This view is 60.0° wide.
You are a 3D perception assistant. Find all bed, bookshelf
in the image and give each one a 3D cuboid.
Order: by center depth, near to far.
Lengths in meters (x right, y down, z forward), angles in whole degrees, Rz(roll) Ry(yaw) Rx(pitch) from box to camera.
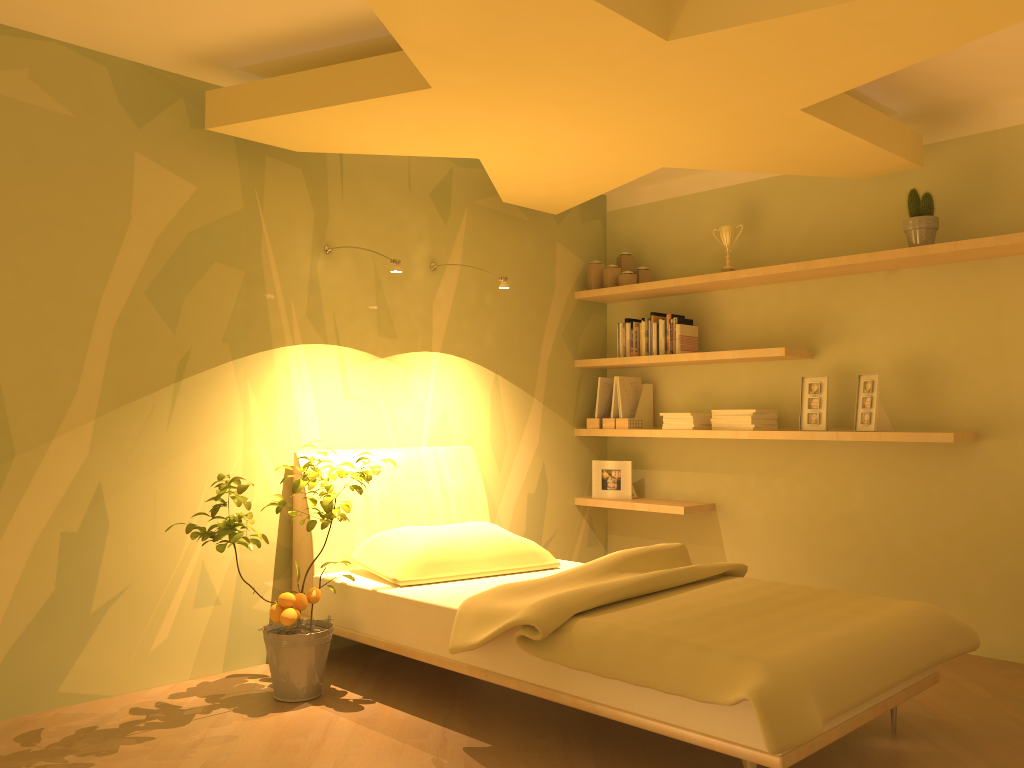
[{"bbox_3d":[0.244,0.714,3.301,2.378,0.894,1.286,-2,-3,45],"label":"bed"},{"bbox_3d":[1.391,0.050,4.354,0.300,1.240,2.605,2,-3,-45],"label":"bookshelf"}]

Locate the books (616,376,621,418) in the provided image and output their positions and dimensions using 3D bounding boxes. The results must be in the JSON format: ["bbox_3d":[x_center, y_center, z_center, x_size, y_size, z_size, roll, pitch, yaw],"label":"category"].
[{"bbox_3d":[0.674,0.108,5.058,0.210,0.296,0.036,2,-3,-45],"label":"books"}]

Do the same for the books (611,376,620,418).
[{"bbox_3d":[0.644,0.109,5.091,0.048,0.297,0.214,-2,-3,45],"label":"books"}]

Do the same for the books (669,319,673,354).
[{"bbox_3d":[0.910,-0.250,4.844,0.157,0.198,0.022,2,-3,-45],"label":"books"}]

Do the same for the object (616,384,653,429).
[{"bbox_3d":[0.697,0.127,5.040,0.236,0.259,0.087,2,-3,-45],"label":"object"}]

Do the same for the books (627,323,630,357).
[{"bbox_3d":[0.707,-0.242,5.047,0.157,0.198,0.022,2,-3,-45],"label":"books"}]

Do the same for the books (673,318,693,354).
[{"bbox_3d":[0.929,-0.254,4.825,0.157,0.203,0.032,2,-3,-45],"label":"books"}]

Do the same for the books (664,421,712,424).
[{"bbox_3d":[0.974,0.209,4.774,0.270,0.015,0.190,2,-3,-44],"label":"books"}]

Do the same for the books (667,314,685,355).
[{"bbox_3d":[0.897,-0.265,4.871,0.138,0.229,0.032,2,-3,-45],"label":"books"}]

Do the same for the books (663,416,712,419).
[{"bbox_3d":[0.974,0.179,4.778,0.270,0.015,0.190,2,-3,-43],"label":"books"}]

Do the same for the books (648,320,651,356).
[{"bbox_3d":[0.809,-0.249,4.947,0.155,0.203,0.017,2,-3,-45],"label":"books"}]

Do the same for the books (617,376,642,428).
[{"bbox_3d":[0.683,0.107,5.055,0.210,0.296,0.043,2,-3,-45],"label":"books"}]

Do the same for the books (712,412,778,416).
[{"bbox_3d":[1.196,0.155,4.561,0.190,0.015,0.270,2,-3,-34],"label":"books"}]

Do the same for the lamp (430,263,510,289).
[{"bbox_3d":[-0.206,-0.524,4.245,0.050,0.178,0.533,2,-3,-45],"label":"lamp"}]

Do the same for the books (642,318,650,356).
[{"bbox_3d":[0.785,-0.255,4.963,0.166,0.217,0.038,2,-3,-45],"label":"books"}]

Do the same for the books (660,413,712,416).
[{"bbox_3d":[0.952,0.164,4.780,0.190,0.015,0.270,-2,-3,43],"label":"books"}]

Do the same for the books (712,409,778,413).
[{"bbox_3d":[1.192,0.140,4.548,0.190,0.015,0.270,2,-3,-39],"label":"books"}]

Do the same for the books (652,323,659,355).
[{"bbox_3d":[0.834,-0.241,4.908,0.173,0.184,0.032,2,-3,-45],"label":"books"}]

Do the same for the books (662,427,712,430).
[{"bbox_3d":[0.965,0.239,4.777,0.190,0.015,0.270,-2,-3,44],"label":"books"}]

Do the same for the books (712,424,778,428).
[{"bbox_3d":[1.192,0.215,4.545,0.190,0.015,0.270,2,-3,-37],"label":"books"}]

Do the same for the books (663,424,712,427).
[{"bbox_3d":[0.965,0.224,4.777,0.190,0.015,0.270,-2,-3,41],"label":"books"}]

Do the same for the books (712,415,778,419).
[{"bbox_3d":[1.189,0.169,4.540,0.190,0.015,0.270,2,-3,-32],"label":"books"}]

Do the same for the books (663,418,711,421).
[{"bbox_3d":[0.969,0.193,4.771,0.190,0.015,0.270,-2,-3,44],"label":"books"}]

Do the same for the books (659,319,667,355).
[{"bbox_3d":[0.865,-0.251,4.889,0.157,0.203,0.040,2,-3,-45],"label":"books"}]

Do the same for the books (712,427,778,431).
[{"bbox_3d":[1.192,0.230,4.545,0.190,0.015,0.270,2,-3,-34],"label":"books"}]

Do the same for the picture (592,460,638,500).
[{"bbox_3d":[0.588,0.550,5.117,0.247,0.219,0.131,-1,-2,23],"label":"picture"}]

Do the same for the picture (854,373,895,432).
[{"bbox_3d":[1.683,0.087,4.075,0.171,0.264,0.134,1,-2,-18],"label":"picture"}]

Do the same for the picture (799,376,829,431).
[{"bbox_3d":[1.499,0.097,4.318,0.134,0.264,0.171,-2,-3,44],"label":"picture"}]

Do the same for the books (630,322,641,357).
[{"bbox_3d":[0.726,-0.246,5.028,0.157,0.203,0.032,2,-3,-45],"label":"books"}]

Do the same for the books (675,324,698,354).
[{"bbox_3d":[0.944,-0.235,4.795,0.178,0.163,0.032,2,-3,-45],"label":"books"}]

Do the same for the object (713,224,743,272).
[{"bbox_3d":[1.135,-0.693,4.660,0.160,0.268,0.095,-1,-2,15],"label":"object"}]

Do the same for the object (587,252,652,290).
[{"bbox_3d":[0.620,-0.655,5.143,0.234,0.229,0.349,2,-3,-44],"label":"object"}]

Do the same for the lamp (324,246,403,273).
[{"bbox_3d":[-0.644,-0.542,3.809,0.050,0.178,0.533,2,-3,-45],"label":"lamp"}]

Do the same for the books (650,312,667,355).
[{"bbox_3d":[0.821,-0.272,4.934,0.157,0.247,0.021,2,-3,-45],"label":"books"}]

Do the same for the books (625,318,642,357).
[{"bbox_3d":[0.695,-0.257,5.073,0.138,0.229,0.032,2,-3,-45],"label":"books"}]

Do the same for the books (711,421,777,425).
[{"bbox_3d":[1.187,0.199,4.539,0.190,0.015,0.270,2,-3,-33],"label":"books"}]

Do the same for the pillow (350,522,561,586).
[{"bbox_3d":[-0.240,0.719,3.801,0.801,0.213,0.482,2,-3,-35],"label":"pillow"}]

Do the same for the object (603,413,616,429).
[{"bbox_3d":[0.629,0.130,5.108,0.087,0.259,0.236,-2,-3,45],"label":"object"}]

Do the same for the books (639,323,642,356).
[{"bbox_3d":[0.768,-0.242,4.994,0.146,0.193,0.032,2,-3,-45],"label":"books"}]

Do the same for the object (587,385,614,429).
[{"bbox_3d":[0.540,0.133,5.197,0.087,0.259,0.236,-2,-3,39],"label":"object"}]

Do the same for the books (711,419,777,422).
[{"bbox_3d":[1.185,0.185,4.545,0.190,0.015,0.270,2,-3,-34],"label":"books"}]

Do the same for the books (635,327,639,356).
[{"bbox_3d":[0.745,-0.231,5.009,0.157,0.172,0.021,2,-3,-45],"label":"books"}]

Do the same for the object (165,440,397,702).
[{"bbox_3d":[-0.836,0.684,3.248,0.372,0.944,0.828,-2,-3,38],"label":"object"}]

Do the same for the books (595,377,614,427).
[{"bbox_3d":[0.556,0.112,5.181,0.048,0.297,0.214,-2,-3,39],"label":"books"}]

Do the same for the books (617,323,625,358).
[{"bbox_3d":[0.663,-0.243,5.092,0.157,0.203,0.040,2,-3,-45],"label":"books"}]

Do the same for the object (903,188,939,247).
[{"bbox_3d":[1.810,-0.736,3.926,0.145,0.294,0.145,-1,-3,26],"label":"object"}]
